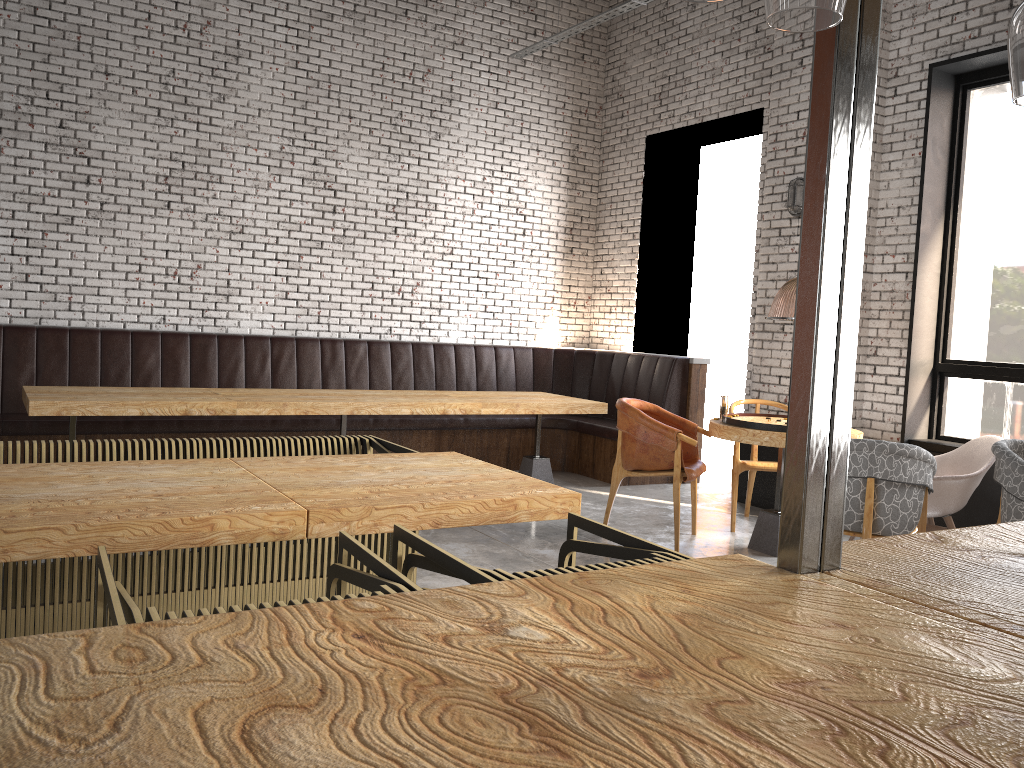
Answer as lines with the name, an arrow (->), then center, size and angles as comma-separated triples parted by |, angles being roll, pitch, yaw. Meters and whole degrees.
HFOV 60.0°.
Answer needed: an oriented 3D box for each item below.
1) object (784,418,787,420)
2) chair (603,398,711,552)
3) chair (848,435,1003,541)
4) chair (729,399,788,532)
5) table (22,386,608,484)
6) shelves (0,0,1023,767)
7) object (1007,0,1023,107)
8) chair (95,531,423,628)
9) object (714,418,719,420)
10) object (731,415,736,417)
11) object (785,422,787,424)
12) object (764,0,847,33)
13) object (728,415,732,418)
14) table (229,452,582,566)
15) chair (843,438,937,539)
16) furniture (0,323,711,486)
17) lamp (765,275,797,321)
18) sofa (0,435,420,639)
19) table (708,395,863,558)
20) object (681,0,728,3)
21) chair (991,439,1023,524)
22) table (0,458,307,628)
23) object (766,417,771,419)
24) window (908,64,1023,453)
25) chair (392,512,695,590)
object -> 1.794, 0.229, 5.804 | 0.032, 0.010, 0.032 | 5, 4, 20
chair -> 0.930, 0.571, 5.822 | 0.644, 0.928, 0.681 | 4, 3, 21
chair -> 2.553, 0.718, 5.469 | 0.802, 0.850, 0.771 | 4, 3, 8
chair -> 1.824, 0.588, 6.393 | 0.612, 0.920, 0.644 | 3, 3, -4
table -> -1.271, 0.465, 6.588 | 4.134, 0.762, 1.001 | 1, 4, -31
shelves -> 0.086, -1.200, 0.585 | 3.658, 5.014, 0.691 | 1, 3, -31
object -> 0.715, -0.510, 1.171 | 0.101, 0.267, 0.101 | 3, 3, 0
chair -> -0.639, 0.808, 2.143 | 0.657, 0.729, 0.639 | 2, 4, -28
object -> 1.336, 0.228, 5.800 | 0.032, 0.010, 0.032 | 5, 4, 20
object -> 1.463, 0.209, 5.857 | 0.032, 0.010, 0.032 | 5, 4, 20
object -> 1.705, 0.245, 5.486 | 0.032, 0.010, 0.032 | 5, 4, 20
object -> 0.316, -0.517, 0.931 | 0.101, 0.267, 0.101 | 2, 3, -17
object -> 1.424, 0.216, 5.799 | 0.032, 0.020, 0.031 | 5, 4, 23
table -> -0.456, 0.722, 3.352 | 0.996, 0.762, 1.001 | 1, 4, -31
chair -> 1.713, 0.710, 4.368 | 0.681, 0.928, 0.644 | 4, 3, 18
furniture -> -1.608, 0.212, 7.190 | 6.762, 1.149, 1.920 | 1, 4, -31
lamp -> 1.914, -1.589, 5.445 | 0.537, 2.403, 0.537 | 4, 3, 11
sofa -> -1.373, 0.647, 3.969 | 1.805, 0.729, 0.641 | 1, 4, -31
table -> 1.710, 0.589, 5.639 | 0.932, 0.972, 0.933 | 4, 3, 12
object -> 0.197, -0.519, 0.860 | 0.101, 0.267, 0.101 | 2, 3, -17
chair -> 2.650, 0.763, 4.356 | 0.681, 0.928, 0.644 | 1, 3, -31
table -> -1.316, 0.708, 2.836 | 0.996, 0.762, 1.001 | 1, 4, -31
object -> 1.672, 0.224, 5.782 | 0.032, 0.010, 0.032 | 5, 4, 20
window -> 3.469, -0.816, 5.752 | 0.365, 2.694, 1.536 | 2, 3, -31
chair -> 0.060, 0.819, 2.580 | 0.657, 0.729, 0.639 | 1, 4, -30
